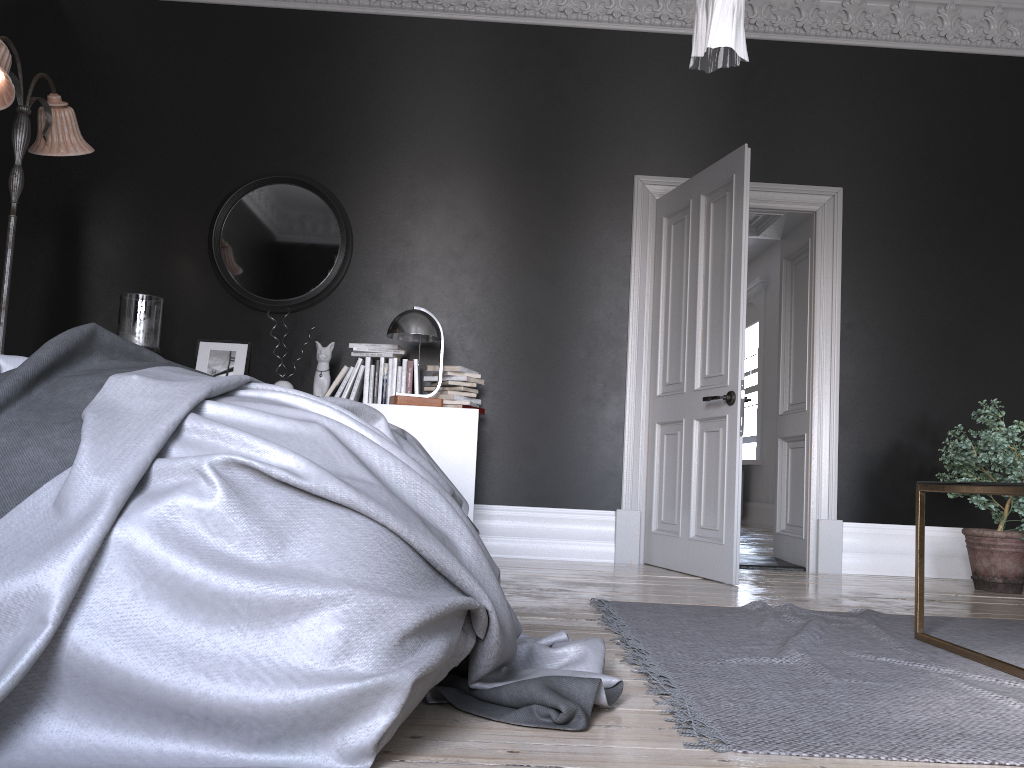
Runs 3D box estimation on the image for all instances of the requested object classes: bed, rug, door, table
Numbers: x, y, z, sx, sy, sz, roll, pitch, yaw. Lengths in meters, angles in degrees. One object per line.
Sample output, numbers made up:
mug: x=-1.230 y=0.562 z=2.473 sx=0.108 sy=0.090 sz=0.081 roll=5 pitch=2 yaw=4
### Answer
bed: x=-1.437 y=0.056 z=2.579 sx=3.284 sy=1.296 sz=2.770 roll=4 pitch=-6 yaw=-13
rug: x=2.123 y=0.888 z=2.786 sx=3.645 sy=0.049 sz=2.109 roll=3 pitch=-6 yaw=-1
door: x=1.088 y=-0.081 z=5.254 sx=0.216 sy=2.370 sz=1.099 roll=4 pitch=-5 yaw=-14
table: x=2.188 y=0.610 z=2.659 sx=1.449 sy=0.557 sz=1.094 roll=3 pitch=-6 yaw=-2

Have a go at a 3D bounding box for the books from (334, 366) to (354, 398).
books: x=-1.024 y=0.021 z=5.434 sx=0.132 sy=0.244 sz=0.196 roll=3 pitch=-5 yaw=-2

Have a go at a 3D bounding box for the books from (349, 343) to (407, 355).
books: x=-0.827 y=-0.217 z=5.487 sx=0.306 sy=0.030 sz=0.221 roll=2 pitch=-6 yaw=8

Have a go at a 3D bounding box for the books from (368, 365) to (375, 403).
books: x=-0.850 y=0.023 z=5.440 sx=0.026 sy=0.258 sz=0.196 roll=3 pitch=-5 yaw=-2

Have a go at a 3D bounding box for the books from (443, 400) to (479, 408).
books: x=-0.341 y=0.125 z=5.424 sx=0.228 sy=0.025 sz=0.320 roll=2 pitch=-6 yaw=8

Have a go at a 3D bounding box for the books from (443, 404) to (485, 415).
books: x=-0.336 y=0.156 z=5.412 sx=0.234 sy=0.038 sz=0.295 roll=0 pitch=-7 yaw=25

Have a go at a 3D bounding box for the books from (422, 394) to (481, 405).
books: x=-0.367 y=0.096 z=5.433 sx=0.229 sy=0.031 sz=0.319 roll=0 pitch=-7 yaw=28

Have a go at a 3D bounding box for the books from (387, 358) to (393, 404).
books: x=-0.743 y=0.008 z=5.471 sx=0.030 sy=0.306 sz=0.221 roll=3 pitch=-5 yaw=-2

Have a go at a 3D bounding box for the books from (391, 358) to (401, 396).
books: x=-0.715 y=0.006 z=5.444 sx=0.024 sy=0.307 sz=0.220 roll=3 pitch=-5 yaw=-2

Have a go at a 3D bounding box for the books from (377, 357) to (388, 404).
books: x=-0.794 y=0.002 z=5.442 sx=0.024 sy=0.307 sz=0.220 roll=3 pitch=-5 yaw=-2

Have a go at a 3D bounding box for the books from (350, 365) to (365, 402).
books: x=-0.943 y=0.019 z=5.437 sx=0.091 sy=0.256 sz=0.196 roll=3 pitch=-5 yaw=-2

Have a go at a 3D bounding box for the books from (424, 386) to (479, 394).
books: x=-0.374 y=0.038 z=5.455 sx=0.289 sy=0.030 sz=0.193 roll=-1 pitch=-7 yaw=29

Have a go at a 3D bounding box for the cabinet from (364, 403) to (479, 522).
cabinet: x=-1.416 y=0.547 z=5.245 sx=2.396 sy=0.881 sz=0.571 roll=3 pitch=-5 yaw=-2

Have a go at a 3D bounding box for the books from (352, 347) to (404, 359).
books: x=-0.826 y=-0.192 z=5.457 sx=0.307 sy=0.024 sz=0.220 roll=4 pitch=-6 yaw=-12

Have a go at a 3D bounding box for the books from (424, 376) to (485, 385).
books: x=-0.355 y=-0.021 z=5.456 sx=0.306 sy=0.030 sz=0.221 roll=0 pitch=-7 yaw=28

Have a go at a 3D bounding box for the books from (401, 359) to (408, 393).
books: x=-0.659 y=0.012 z=5.474 sx=0.030 sy=0.306 sz=0.221 roll=3 pitch=-5 yaw=-2

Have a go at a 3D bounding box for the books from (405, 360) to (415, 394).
books: x=-0.623 y=0.017 z=5.449 sx=0.038 sy=0.295 sz=0.236 roll=3 pitch=-5 yaw=-2

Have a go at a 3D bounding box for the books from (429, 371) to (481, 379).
books: x=-0.357 y=-0.046 z=5.479 sx=0.220 sy=0.024 sz=0.307 roll=6 pitch=-7 yaw=-27

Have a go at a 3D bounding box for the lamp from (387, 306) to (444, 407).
lamp: x=-0.566 y=-0.159 z=5.164 sx=0.341 sy=0.589 sz=0.329 roll=5 pitch=-6 yaw=-22

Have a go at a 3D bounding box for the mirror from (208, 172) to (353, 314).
mirror: x=-1.490 y=-0.916 z=5.705 sx=0.924 sy=0.923 sz=0.061 roll=3 pitch=-5 yaw=-2

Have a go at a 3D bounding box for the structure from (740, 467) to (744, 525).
structure: x=3.151 y=1.643 z=13.100 sx=0.276 sy=0.847 sz=1.143 roll=3 pitch=-6 yaw=-2

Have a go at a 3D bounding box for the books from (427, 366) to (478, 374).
books: x=-0.362 y=-0.076 z=5.441 sx=0.220 sy=0.030 sz=0.307 roll=1 pitch=-6 yaw=18

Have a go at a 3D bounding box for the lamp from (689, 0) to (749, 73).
lamp: x=0.705 y=-2.035 z=2.908 sx=0.784 sy=2.045 sz=0.783 roll=-2 pitch=-7 yaw=42

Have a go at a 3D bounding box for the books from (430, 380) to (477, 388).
books: x=-0.361 y=0.008 z=5.448 sx=0.193 sy=0.030 sz=0.290 roll=6 pitch=-7 yaw=-27

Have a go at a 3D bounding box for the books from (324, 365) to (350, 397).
books: x=-1.065 y=0.014 z=5.403 sx=0.158 sy=0.246 sz=0.203 roll=3 pitch=-5 yaw=-2

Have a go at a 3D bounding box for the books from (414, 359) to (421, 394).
books: x=-0.580 y=0.013 z=5.449 sx=0.050 sy=0.307 sz=0.220 roll=3 pitch=-5 yaw=-2

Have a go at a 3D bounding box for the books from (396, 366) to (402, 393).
books: x=-0.688 y=0.032 z=5.445 sx=0.026 sy=0.258 sz=0.196 roll=3 pitch=-5 yaw=-2

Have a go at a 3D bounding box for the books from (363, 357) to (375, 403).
books: x=-0.883 y=0.001 z=5.467 sx=0.030 sy=0.306 sz=0.221 roll=3 pitch=-5 yaw=-2

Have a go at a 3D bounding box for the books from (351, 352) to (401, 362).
books: x=-0.834 y=-0.168 z=5.456 sx=0.258 sy=0.026 sz=0.196 roll=2 pitch=-6 yaw=8

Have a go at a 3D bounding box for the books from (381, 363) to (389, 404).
books: x=-0.767 y=0.019 z=5.402 sx=0.029 sy=0.269 sz=0.205 roll=3 pitch=-5 yaw=-2

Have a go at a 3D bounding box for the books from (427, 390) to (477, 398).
books: x=-0.370 y=0.067 z=5.445 sx=0.203 sy=0.029 sz=0.269 roll=7 pitch=-7 yaw=-32

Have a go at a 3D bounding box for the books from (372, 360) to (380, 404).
books: x=-0.821 y=0.007 z=5.417 sx=0.030 sy=0.289 sz=0.193 roll=3 pitch=-5 yaw=-2

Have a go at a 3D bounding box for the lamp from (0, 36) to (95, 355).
lamp: x=-2.407 y=-0.385 z=4.204 sx=0.772 sy=2.407 sz=0.988 roll=0 pitch=-6 yaw=31

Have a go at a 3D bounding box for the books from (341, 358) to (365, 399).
books: x=-0.975 y=-0.003 z=5.436 sx=0.126 sy=0.295 sz=0.220 roll=3 pitch=-5 yaw=-2
